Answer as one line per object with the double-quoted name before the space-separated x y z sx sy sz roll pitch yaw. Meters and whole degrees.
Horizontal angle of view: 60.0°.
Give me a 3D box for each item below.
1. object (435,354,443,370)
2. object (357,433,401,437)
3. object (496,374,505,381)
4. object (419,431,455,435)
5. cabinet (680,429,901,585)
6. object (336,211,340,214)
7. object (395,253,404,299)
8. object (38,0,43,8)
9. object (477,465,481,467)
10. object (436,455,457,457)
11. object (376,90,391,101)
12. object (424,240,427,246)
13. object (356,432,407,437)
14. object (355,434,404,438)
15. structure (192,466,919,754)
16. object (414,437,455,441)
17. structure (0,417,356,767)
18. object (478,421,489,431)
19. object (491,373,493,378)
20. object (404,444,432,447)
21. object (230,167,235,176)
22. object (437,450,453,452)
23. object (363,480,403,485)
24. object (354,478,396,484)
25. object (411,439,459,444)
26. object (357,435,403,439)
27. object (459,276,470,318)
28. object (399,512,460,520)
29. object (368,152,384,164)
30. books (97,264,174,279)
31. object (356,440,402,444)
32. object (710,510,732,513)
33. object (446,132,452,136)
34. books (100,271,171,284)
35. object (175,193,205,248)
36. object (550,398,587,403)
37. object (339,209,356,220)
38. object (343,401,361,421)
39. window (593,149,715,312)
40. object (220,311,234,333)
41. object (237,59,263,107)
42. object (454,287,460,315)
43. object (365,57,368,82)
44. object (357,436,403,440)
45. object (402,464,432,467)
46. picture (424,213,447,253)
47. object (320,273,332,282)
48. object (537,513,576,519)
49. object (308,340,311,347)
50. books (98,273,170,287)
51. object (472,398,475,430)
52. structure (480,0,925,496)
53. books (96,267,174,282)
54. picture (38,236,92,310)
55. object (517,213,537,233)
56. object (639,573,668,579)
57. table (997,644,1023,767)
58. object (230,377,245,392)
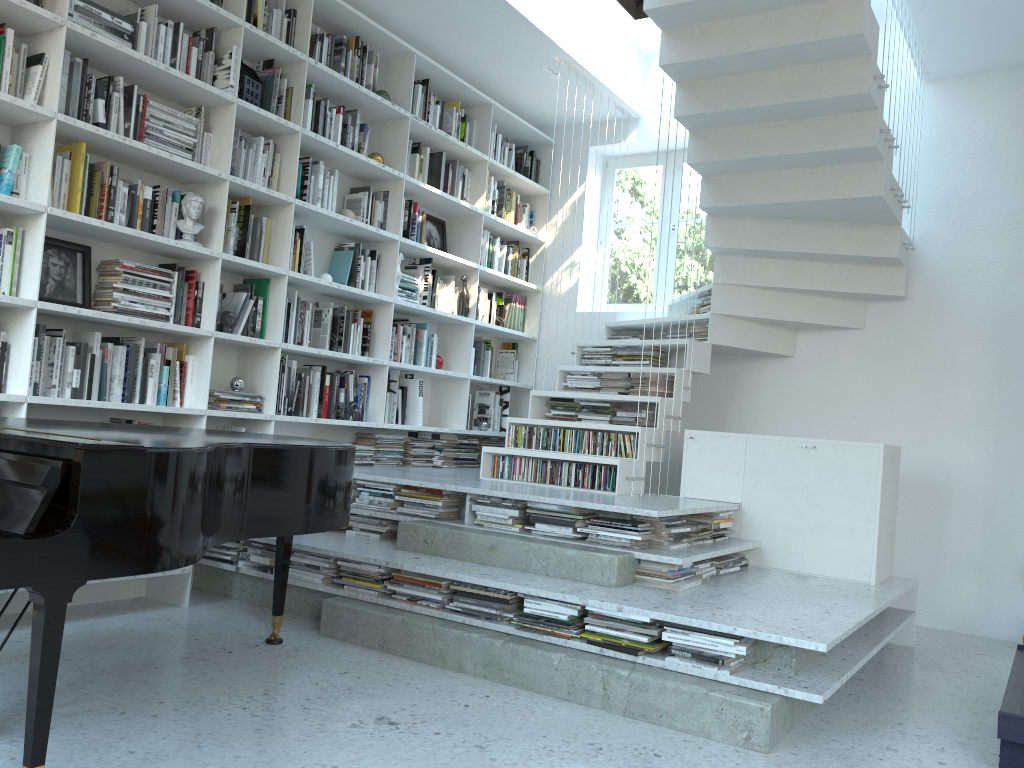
"object" -0.512 -0.140 5.845 0.115 0.116 0.115 4 -3 10
"object" -0.812 0.317 5.474 0.161 0.006 0.254 3 -4 33
"object" -0.086 -0.041 6.613 0.071 0.072 0.071 5 -3 -9
"object" -0.498 0.322 5.898 0.210 0.015 0.130 3 -4 31
"cabinet" 1.442 0.617 4.654 0.992 0.667 0.552 3 -3 32
"object" -0.999 -0.941 4.998 0.068 0.068 0.068 4 -3 10
"object" -0.688 -0.639 5.266 0.087 0.288 0.075 6 -3 -23
"object" -1.820 -1.553 3.433 0.075 0.254 0.075 4 -2 11
"object" -0.219 0.591 6.454 0.205 0.007 0.368 2 -4 42
"object" -0.513 0.469 5.886 0.293 0.007 0.132 3 -4 35
"object" -0.763 -1.666 5.187 0.104 0.105 0.104 5 -3 -9
"object" -0.587 -0.884 5.651 0.091 0.092 0.091 5 -3 -9
"object" -0.804 0.312 5.469 0.159 0.005 0.285 2 -4 37
"object" -0.815 0.322 5.475 0.159 0.005 0.285 3 -4 32
"structure" 0.365 0.888 4.716 3.111 0.659 2.902 3 -4 32
"object" -0.508 0.366 5.885 0.259 0.005 0.141 2 -4 36
"structure" -1.180 0.565 2.804 1.334 0.832 1.920 3 -3 32
"object" -0.201 0.296 6.235 0.071 0.072 0.071 5 -3 -9
"object" -0.173 -0.060 6.399 0.071 0.072 0.071 5 -3 -9
"object" -0.624 0.399 5.786 0.207 0.008 0.328 3 -4 32
"object" -1.372 -1.017 4.265 0.071 0.072 0.071 5 -3 -9
"object" -0.507 0.438 5.893 0.199 0.015 0.134 3 -4 32
"object" -0.634 0.501 4.535 0.257 0.005 0.144 3 -4 32
"object" -0.641 0.494 4.522 0.285 0.007 0.159 3 -3 29
"object" -0.508 0.383 5.886 0.295 0.004 0.144 3 -4 30
"object" -0.815 0.328 5.474 0.161 0.006 0.254 3 -4 32
"object" -0.318 -0.575 5.895 0.087 0.288 0.075 6 -3 -23
"object" -0.407 0.646 4.368 0.266 0.010 0.145 3 -3 28
"object" -0.798 -1.299 5.176 0.100 0.101 0.100 4 -3 10
"books" -1.690 -0.502 3.987 0.159 0.012 0.285 3 -3 27
"object" -0.819 0.360 5.470 0.161 0.006 0.254 3 -4 32
"object" 0.977 0.618 4.456 0.177 0.030 0.284 3 -4 32
"object" -0.418 -1.592 5.740 0.071 0.072 0.071 5 -3 -9
"books" -1.694 -0.478 3.988 0.161 0.012 0.254 3 -3 28
"object" -1.474 -0.746 4.060 0.138 0.243 0.137 5 -2 -2
"object" 0.347 0.102 5.408 0.174 0.025 0.161 2 -4 36
"object" -0.956 -0.953 5.109 0.111 0.113 0.112 4 -3 10
"object" -0.899 0.153 4.992 0.064 0.114 0.161 4 -3 20
"window" 1.127 -1.089 6.424 1.117 1.225 0.042 3 -3 32
"object" -1.360 -0.294 4.237 0.079 0.113 0.054 3 -3 31
"object" -1.322 -1.460 4.358 0.135 0.248 0.135 4 -3 22
"object" -0.437 -0.545 5.968 0.179 0.211 0.022 3 -3 32
"object" -0.898 -1.777 5.147 0.129 0.297 0.006 3 -3 32
"object" -0.815 0.333 5.474 0.161 0.006 0.254 3 -4 32
"object" -0.634 0.528 5.782 0.207 0.008 0.328 3 -4 32
"picture" -0.531 -0.971 5.895 0.077 0.299 0.300 3 -3 32
"object" -1.035 -0.580 4.931 0.071 0.072 0.071 5 -3 -9
"object" 0.232 0.590 3.984 0.203 0.006 0.142 3 -4 30
"object" -1.140 -0.222 4.862 0.071 0.072 0.071 5 -3 -9
"books" -1.697 -0.466 3.988 0.161 0.012 0.254 3 -3 29
"object" -0.234 0.217 6.324 0.101 0.232 0.008 3 -3 32
"structure" 0.898 -0.771 4.698 1.953 3.380 2.616 3 -3 32
"books" -1.697 -0.490 3.991 0.159 0.012 0.285 3 -4 34
"picture" -1.918 -0.464 3.736 0.077 0.299 0.300 3 -3 32
"object" 0.097 -1.172 6.525 0.204 0.137 0.095 7 -4 -42
"object" 0.634 0.796 3.727 0.140 0.004 0.204 3 -4 35
"table" 2.296 1.160 2.823 1.257 0.218 1.271 3 -4 32
"object" -1.358 0.000 4.379 0.071 0.072 0.071 5 -3 -9
